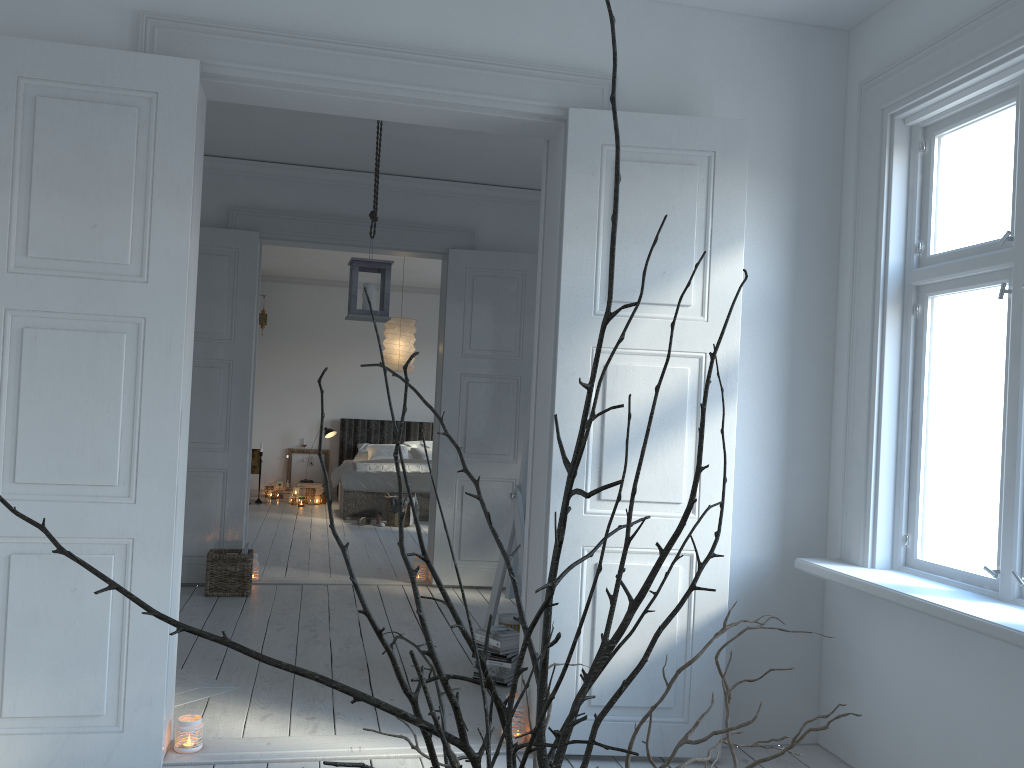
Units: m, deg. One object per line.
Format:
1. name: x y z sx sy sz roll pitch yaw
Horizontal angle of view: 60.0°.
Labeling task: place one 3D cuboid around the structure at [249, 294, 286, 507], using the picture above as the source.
1. structure: -3.340 0.075 10.720 1.247 2.835 0.801 2 -1 33

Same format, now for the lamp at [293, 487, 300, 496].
1. lamp: -2.605 1.300 10.693 0.080 0.098 0.081 2 -1 31

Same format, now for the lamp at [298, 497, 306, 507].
1. lamp: -2.488 1.393 10.476 0.081 0.106 0.081 4 -1 -36

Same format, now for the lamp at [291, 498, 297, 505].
1. lamp: -2.605 1.405 10.589 0.067 0.078 0.070 2 -1 29

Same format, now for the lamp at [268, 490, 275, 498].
1. lamp: -3.041 1.393 11.201 0.081 0.098 0.080 4 -2 -41

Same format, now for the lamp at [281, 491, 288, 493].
1. lamp: -2.869 1.400 11.166 0.081 0.098 0.080 4 -2 -41

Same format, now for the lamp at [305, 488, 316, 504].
1. lamp: -2.453 1.364 10.796 0.117 0.188 0.122 2 -1 30

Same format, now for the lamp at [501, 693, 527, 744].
1. lamp: 0.008 1.251 3.320 0.089 0.166 0.089 3 -1 -13

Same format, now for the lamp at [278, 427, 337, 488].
1. lamp: -2.585 0.994 11.098 0.825 0.936 0.450 3 -1 5

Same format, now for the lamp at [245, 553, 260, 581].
1. lamp: -1.763 1.244 6.020 0.093 0.179 0.093 3 -1 -29

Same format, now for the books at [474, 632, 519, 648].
1. books: -0.070 1.173 4.093 0.128 0.026 0.200 4 -2 -41

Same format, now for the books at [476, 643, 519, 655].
1. books: -0.062 1.212 4.086 0.176 0.016 0.128 1 -2 44

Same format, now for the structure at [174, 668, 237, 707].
1. structure: -1.773 -0.067 3.513 0.800 2.827 1.248 2 -1 33

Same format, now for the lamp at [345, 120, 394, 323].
1. lamp: -0.752 -1.234 4.893 0.228 1.761 0.228 3 -1 -16

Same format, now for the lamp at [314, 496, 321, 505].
1. lamp: -2.365 1.412 10.757 0.080 0.098 0.081 2 -1 22

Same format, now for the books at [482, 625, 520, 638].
1. books: -0.050 1.137 4.081 0.111 0.014 0.156 4 -2 -33

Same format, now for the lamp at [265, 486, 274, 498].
1. lamp: -3.088 1.372 11.289 0.108 0.141 0.107 4 -1 -40

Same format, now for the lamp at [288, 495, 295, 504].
1. lamp: -2.656 1.395 10.683 0.080 0.098 0.081 2 -1 22

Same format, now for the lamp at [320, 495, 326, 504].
1. lamp: -2.313 1.413 10.837 0.080 0.107 0.080 4 -1 -40

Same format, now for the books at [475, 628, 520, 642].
1. books: -0.062 1.152 4.091 0.132 0.017 0.187 4 -2 -39

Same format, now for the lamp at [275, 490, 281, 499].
1. lamp: -2.951 1.397 11.200 0.081 0.098 0.080 4 -2 -41

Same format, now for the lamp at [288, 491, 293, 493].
1. lamp: -2.802 1.405 11.225 0.080 0.098 0.081 2 -1 34

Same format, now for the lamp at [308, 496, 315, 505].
1. lamp: -2.418 1.407 10.688 0.080 0.098 0.081 2 -1 22

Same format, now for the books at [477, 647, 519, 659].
1. books: -0.067 1.229 4.083 0.178 0.016 0.128 2 -2 31

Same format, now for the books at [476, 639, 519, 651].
1. books: -0.062 1.195 4.088 0.128 0.016 0.180 4 -2 -41

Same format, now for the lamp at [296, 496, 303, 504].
1. lamp: -2.567 1.400 10.696 0.080 0.098 0.081 2 -1 22

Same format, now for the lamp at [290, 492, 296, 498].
1. lamp: -2.745 1.404 11.105 0.081 0.098 0.080 4 -2 -41

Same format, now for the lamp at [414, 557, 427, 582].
1. lamp: -0.651 1.310 6.274 0.089 0.166 0.089 3 -1 -20

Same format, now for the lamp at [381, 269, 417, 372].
1. lamp: -1.122 -0.741 8.950 0.338 1.231 0.341 3 -1 19

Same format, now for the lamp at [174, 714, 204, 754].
1. lamp: -1.124 1.217 3.084 0.093 0.110 0.093 3 -1 5

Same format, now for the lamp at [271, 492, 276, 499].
1. lamp: -2.987 1.396 11.101 0.063 0.091 0.073 2 -1 20
